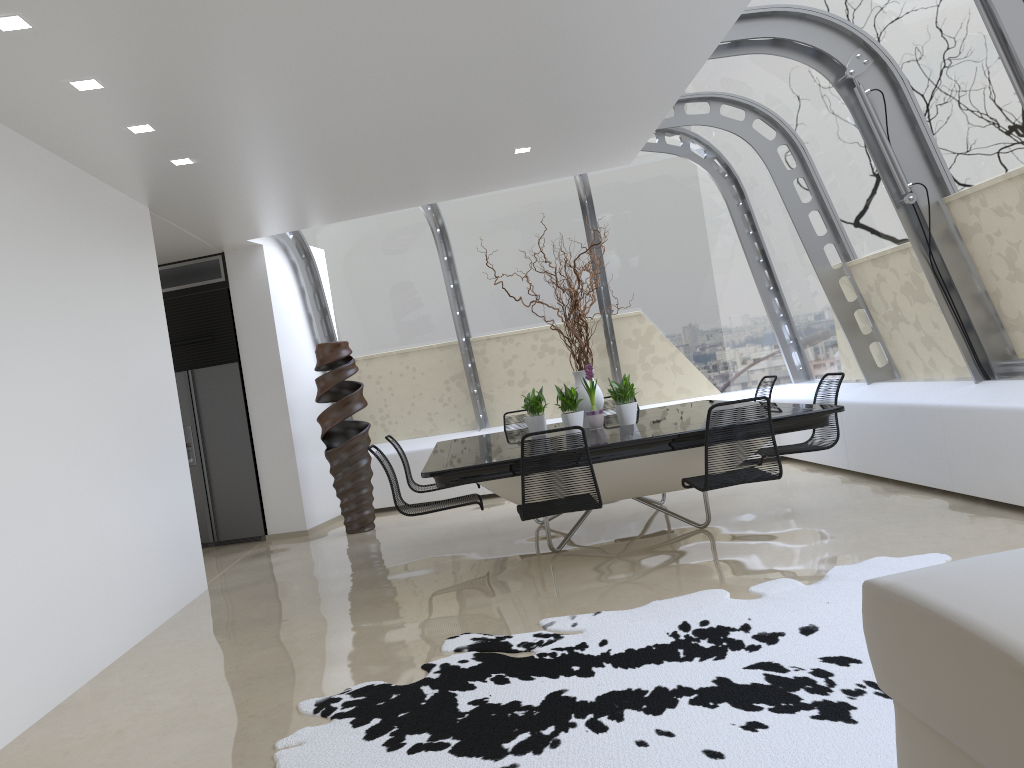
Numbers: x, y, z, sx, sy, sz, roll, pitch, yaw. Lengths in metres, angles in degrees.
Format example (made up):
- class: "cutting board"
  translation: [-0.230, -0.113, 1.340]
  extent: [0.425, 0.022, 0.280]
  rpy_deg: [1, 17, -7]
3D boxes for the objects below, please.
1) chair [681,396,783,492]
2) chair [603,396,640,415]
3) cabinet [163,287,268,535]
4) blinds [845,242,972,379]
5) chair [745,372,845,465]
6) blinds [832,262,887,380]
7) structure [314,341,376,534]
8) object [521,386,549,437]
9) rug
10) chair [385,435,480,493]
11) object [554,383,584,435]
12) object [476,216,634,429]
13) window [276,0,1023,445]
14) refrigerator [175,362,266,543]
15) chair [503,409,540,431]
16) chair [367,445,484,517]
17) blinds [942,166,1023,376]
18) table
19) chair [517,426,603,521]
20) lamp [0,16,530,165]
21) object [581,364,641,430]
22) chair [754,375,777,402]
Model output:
- class: "chair"
  translation: [1.216, 0.340, 4.987]
  extent: [0.446, 0.519, 0.688]
  rpy_deg: [-9, 0, -3]
- class: "chair"
  translation: [1.049, 0.359, 8.112]
  extent: [0.446, 0.519, 0.688]
  rpy_deg: [-9, 0, -3]
- class: "cabinet"
  translation: [-3.632, 0.459, 9.412]
  extent: [2.252, 2.558, 0.831]
  rpy_deg: [-9, 0, 11]
- class: "blinds"
  translation: [2.986, -0.507, 6.502]
  extent: [0.329, 1.027, 1.430]
  rpy_deg: [-9, 0, -3]
- class: "chair"
  translation: [1.914, 0.230, 6.035]
  extent: [0.688, 0.519, 0.446]
  rpy_deg: [-9, 0, -3]
- class: "blinds"
  translation: [3.135, 0.002, 8.230]
  extent: [0.663, 2.118, 1.829]
  rpy_deg: [-9, 0, -3]
- class: "structure"
  translation: [-1.587, 0.511, 8.494]
  extent: [0.498, 1.843, 0.493]
  rpy_deg: [-9, 0, 8]
- class: "object"
  translation: [0.181, 0.206, 6.689]
  extent: [0.215, 0.369, 0.284]
  rpy_deg: [-9, 0, 35]
- class: "rug"
  translation: [0.642, 1.093, 3.151]
  extent: [3.220, 0.008, 2.705]
  rpy_deg: [-9, 0, -3]
- class: "chair"
  translation: [-0.638, 0.622, 7.174]
  extent: [0.688, 0.519, 0.446]
  rpy_deg: [-9, 0, -3]
- class: "object"
  translation: [0.409, 0.172, 6.268]
  extent: [0.215, 0.369, 0.284]
  rpy_deg: [-9, 0, 30]
- class: "object"
  translation: [0.336, -0.416, 6.584]
  extent: [1.031, 1.549, 1.135]
  rpy_deg: [-9, 0, -11]
- class: "window"
  translation: [-4.049, 0.368, 3.522]
  extent: [16.693, 3.674, 16.171]
  rpy_deg: [-9, 0, 3]
- class: "refrigerator"
  translation: [-3.055, 0.715, 9.008]
  extent: [1.006, 1.742, 0.234]
  rpy_deg: [-9, 0, 10]
- class: "chair"
  translation: [0.135, 0.500, 8.062]
  extent: [0.446, 0.519, 0.688]
  rpy_deg: [-9, 0, -3]
- class: "chair"
  translation: [-0.569, 0.614, 5.900]
  extent: [0.688, 0.519, 0.446]
  rpy_deg: [-9, 0, -3]
- class: "blinds"
  translation: [3.026, -0.605, 4.960]
  extent: [0.387, 1.214, 1.376]
  rpy_deg: [-9, 0, -3]
- class: "table"
  translation: [0.690, 0.698, 6.553]
  extent: [2.494, 0.759, 3.031]
  rpy_deg: [-9, 0, -3]
- class: "chair"
  translation: [0.231, 0.492, 4.934]
  extent: [0.446, 0.519, 0.688]
  rpy_deg: [-9, 0, -3]
- class: "lamp"
  translation: [-4.401, -1.057, 1.581]
  extent: [9.775, 0.004, 9.928]
  rpy_deg: [-9, 0, -2]
- class: "object"
  translation: [0.731, 0.071, 6.420]
  extent: [0.417, 0.476, 0.238]
  rpy_deg: [-9, 0, 25]
- class: "chair"
  translation: [1.845, 0.238, 7.309]
  extent: [0.688, 0.519, 0.446]
  rpy_deg: [-9, 0, -3]
